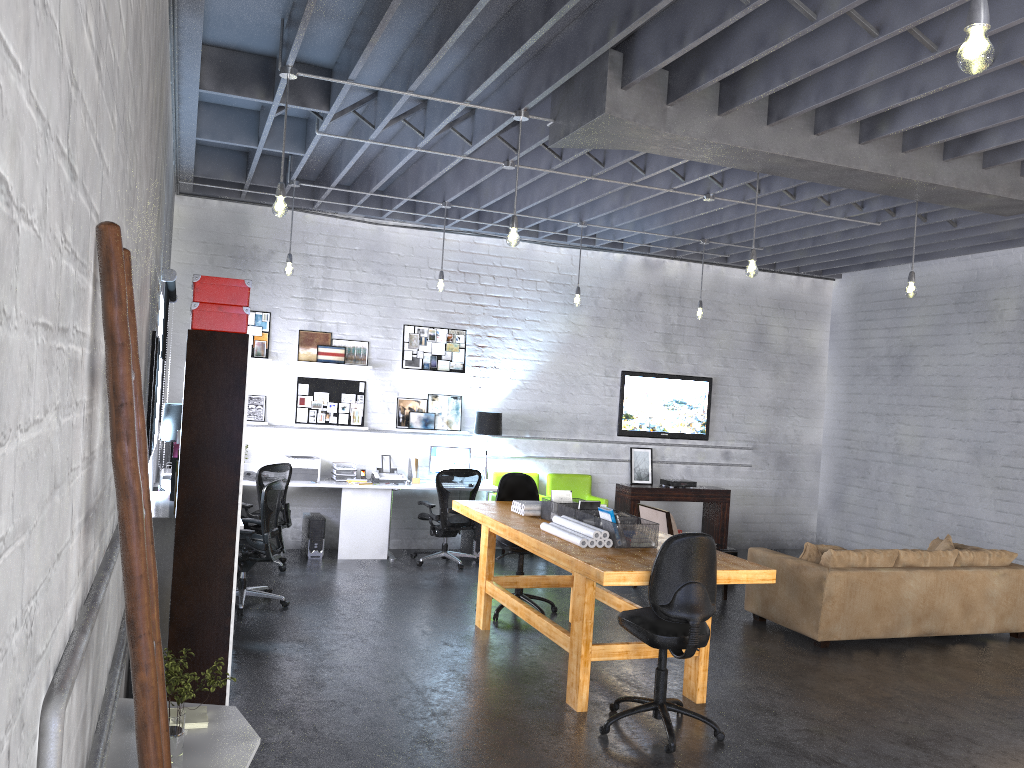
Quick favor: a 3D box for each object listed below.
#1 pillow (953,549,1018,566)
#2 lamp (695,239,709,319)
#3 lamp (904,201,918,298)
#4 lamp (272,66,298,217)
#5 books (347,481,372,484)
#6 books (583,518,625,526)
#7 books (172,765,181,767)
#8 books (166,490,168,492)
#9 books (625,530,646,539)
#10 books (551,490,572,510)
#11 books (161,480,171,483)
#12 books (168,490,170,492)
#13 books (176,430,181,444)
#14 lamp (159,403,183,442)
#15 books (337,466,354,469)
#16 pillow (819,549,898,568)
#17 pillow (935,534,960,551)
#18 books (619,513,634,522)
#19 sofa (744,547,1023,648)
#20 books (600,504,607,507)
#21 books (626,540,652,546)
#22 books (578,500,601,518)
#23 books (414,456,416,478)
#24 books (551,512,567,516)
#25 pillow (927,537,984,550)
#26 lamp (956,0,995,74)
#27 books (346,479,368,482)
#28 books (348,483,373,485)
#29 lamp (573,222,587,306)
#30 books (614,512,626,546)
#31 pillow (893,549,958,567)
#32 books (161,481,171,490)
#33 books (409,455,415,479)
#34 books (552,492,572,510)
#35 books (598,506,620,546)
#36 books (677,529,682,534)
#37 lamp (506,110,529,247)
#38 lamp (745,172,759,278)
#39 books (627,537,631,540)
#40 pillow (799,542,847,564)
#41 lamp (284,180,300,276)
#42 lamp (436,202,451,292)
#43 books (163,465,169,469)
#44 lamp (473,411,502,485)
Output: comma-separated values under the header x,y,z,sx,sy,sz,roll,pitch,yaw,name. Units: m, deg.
x,y,z,sx,sy,sz,roll,pitch,yaw,name
4.063,1.631,7.812,0.663,0.386,0.308,4,0,-18,pillow
2.098,-1.153,9.792,0.104,0.878,0.104,4,0,23,lamp
3.156,-1.114,6.956,0.104,0.878,0.104,4,0,23,lamp
-1.354,-1.428,5.265,0.104,0.878,0.104,4,0,-20,lamp
-1.614,1.035,9.377,0.148,0.014,0.211,3,-1,44,books
0.621,0.936,5.995,0.184,0.027,0.232,3,-1,42,books
-1.076,1.232,2.714,0.185,0.022,0.234,4,-1,18,books
-2.534,0.874,6.558,0.133,0.176,0.009,4,0,-26,books
0.783,0.971,5.723,0.127,0.022,0.181,4,-1,-25,books
0.375,0.910,6.701,0.171,0.210,0.046,4,0,-20,books
-2.523,0.840,6.593,0.175,0.244,0.026,4,0,-20,books
-2.486,0.877,6.573,0.134,0.176,0.020,4,0,-20,books
-2.111,0.439,5.838,0.192,0.267,0.060,4,0,-21,books
-2.340,0.559,6.301,0.333,0.832,0.334,4,0,31,lamp
-1.828,0.907,9.644,0.134,0.008,0.203,4,-1,-37,books
2.820,1.544,7.353,0.704,0.402,0.291,4,0,-21,pillow
3.935,1.602,8.110,0.243,0.423,0.550,4,0,20,pillow
0.756,1.009,6.631,0.244,0.067,0.298,4,-1,-11,books
3.325,1.837,7.810,2.331,0.628,1.104,4,0,-21,sofa
0.579,0.931,6.202,0.143,0.188,0.061,4,0,-21,books
0.779,1.017,5.727,0.155,0.029,0.226,4,-1,-20,books
0.526,0.913,6.149,0.158,0.214,0.063,4,0,-21,books
-1.108,0.945,9.883,0.043,0.296,0.210,4,0,-20,books
0.428,0.969,6.528,0.233,0.022,0.184,4,-1,-22,books
4.123,1.659,8.221,0.238,0.375,0.749,4,0,-21,pillow
1.289,-1.285,2.415,0.104,0.878,0.104,4,0,-2,lamp
-1.636,1.020,9.365,0.211,0.014,0.148,4,-1,-6,books
-1.603,1.050,9.394,0.148,0.014,0.211,3,-1,34,books
0.707,-1.250,9.271,0.104,0.878,0.104,4,0,-20,lamp
0.659,0.918,5.653,0.097,0.209,0.157,4,0,-21,books
3.451,1.588,7.590,0.667,0.402,0.291,4,0,-21,pillow
-2.518,0.843,6.585,0.172,0.243,0.026,4,0,-20,books
-1.114,0.945,9.876,0.036,0.296,0.210,4,0,-20,books
0.383,0.917,6.671,0.158,0.200,0.082,4,0,-21,books
0.623,0.904,5.655,0.108,0.234,0.166,4,0,-20,books
1.823,1.676,10.094,0.185,0.041,0.128,4,-1,-26,books
0.032,-1.332,5.784,0.104,0.878,0.104,4,0,-20,lamp
1.765,-1.211,6.435,0.104,0.878,0.104,4,0,-20,lamp
0.784,0.993,5.729,0.141,0.021,0.203,4,-1,-19,books
2.616,1.531,7.503,0.523,0.403,0.319,4,0,-1,pillow
-2.048,-1.442,8.237,0.104,0.878,0.104,4,0,-20,lamp
-0.679,-1.347,8.751,0.104,0.878,0.104,4,0,-20,lamp
-3.302,0.830,8.492,0.052,0.109,0.133,4,0,-6,books
-0.287,0.735,10.153,0.333,0.832,0.334,4,0,31,lamp
